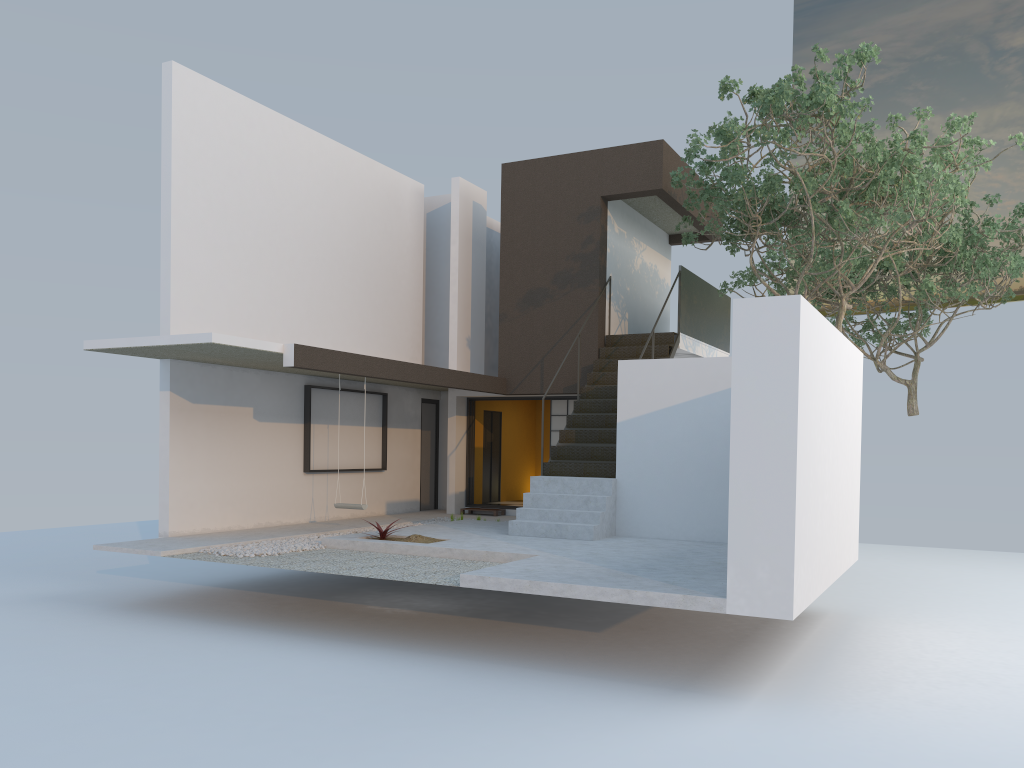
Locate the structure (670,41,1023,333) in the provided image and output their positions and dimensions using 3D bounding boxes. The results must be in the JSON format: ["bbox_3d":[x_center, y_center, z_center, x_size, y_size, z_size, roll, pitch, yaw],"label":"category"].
[{"bbox_3d":[4.321,-2.052,11.963,4.333,3.705,5.750,1,-3,7],"label":"structure"}]

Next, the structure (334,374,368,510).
[{"bbox_3d":[-2.112,0.714,11.624,0.461,1.870,0.129,1,1,27],"label":"structure"}]

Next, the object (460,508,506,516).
[{"bbox_3d":[-0.500,2.205,15.217,0.703,0.101,0.350,-1,-4,27],"label":"object"}]

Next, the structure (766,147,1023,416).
[{"bbox_3d":[7.876,-1.719,17.537,5.507,4.709,7.308,1,-3,7],"label":"structure"}]

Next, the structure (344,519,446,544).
[{"bbox_3d":[-1.351,1.782,10.544,1.203,0.292,0.747,-1,-4,27],"label":"structure"}]

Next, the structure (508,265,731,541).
[{"bbox_3d":[2.005,0.157,13.768,1.157,3.950,6.556,1,-2,28],"label":"structure"}]
